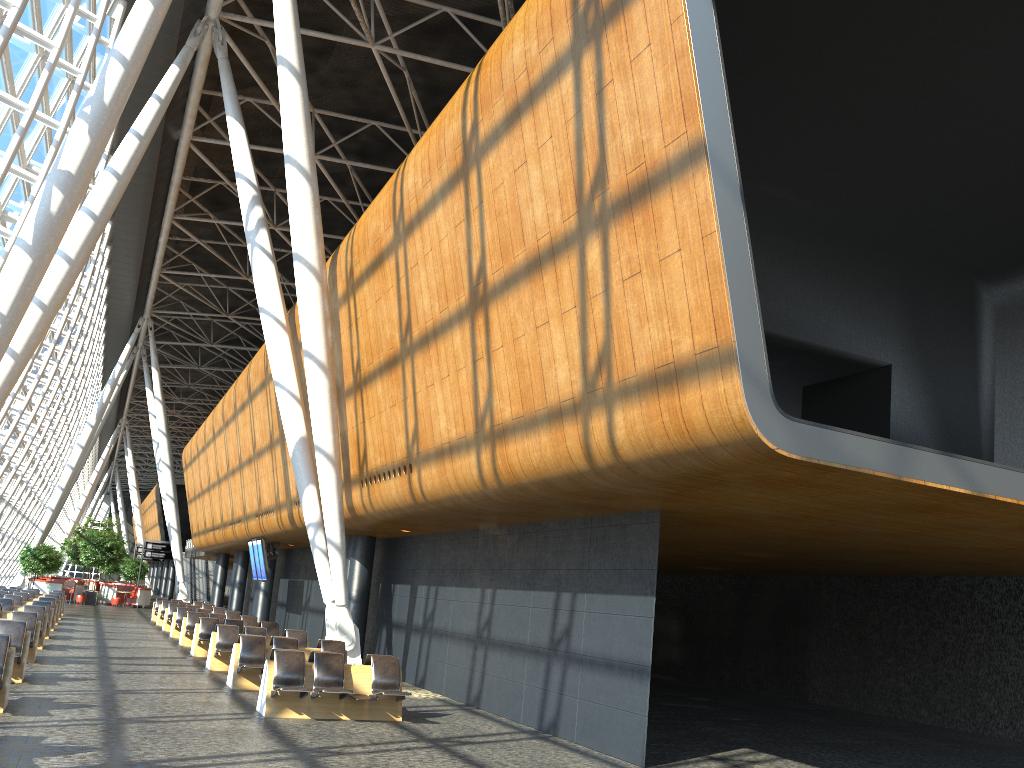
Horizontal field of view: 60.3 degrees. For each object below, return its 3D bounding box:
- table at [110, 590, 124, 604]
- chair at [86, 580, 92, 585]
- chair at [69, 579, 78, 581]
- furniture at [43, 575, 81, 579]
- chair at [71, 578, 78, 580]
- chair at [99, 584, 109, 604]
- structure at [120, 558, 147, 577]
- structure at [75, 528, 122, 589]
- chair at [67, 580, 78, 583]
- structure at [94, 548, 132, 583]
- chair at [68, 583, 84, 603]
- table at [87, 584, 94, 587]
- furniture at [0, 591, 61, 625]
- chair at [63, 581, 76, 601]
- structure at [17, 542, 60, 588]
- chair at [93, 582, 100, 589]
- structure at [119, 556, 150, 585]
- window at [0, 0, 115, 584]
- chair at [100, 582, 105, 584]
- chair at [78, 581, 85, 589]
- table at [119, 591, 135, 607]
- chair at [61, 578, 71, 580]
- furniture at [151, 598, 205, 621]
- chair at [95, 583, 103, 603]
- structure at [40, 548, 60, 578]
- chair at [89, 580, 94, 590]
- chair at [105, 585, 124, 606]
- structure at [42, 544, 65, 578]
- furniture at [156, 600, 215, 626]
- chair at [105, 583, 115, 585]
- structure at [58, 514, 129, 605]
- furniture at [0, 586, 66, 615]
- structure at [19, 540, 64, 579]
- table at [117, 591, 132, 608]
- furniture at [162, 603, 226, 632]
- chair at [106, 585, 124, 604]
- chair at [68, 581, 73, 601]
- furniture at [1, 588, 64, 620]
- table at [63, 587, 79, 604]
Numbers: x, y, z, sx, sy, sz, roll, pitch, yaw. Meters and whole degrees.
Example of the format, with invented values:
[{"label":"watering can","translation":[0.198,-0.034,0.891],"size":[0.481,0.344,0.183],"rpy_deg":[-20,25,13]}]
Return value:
[{"label":"table","translation":[-21.383,11.501,47.615],"size":[0.800,0.737,0.813],"rpy_deg":[7,-12,-8]},{"label":"chair","translation":[-29.507,13.984,60.804],"size":[0.669,0.993,0.626],"rpy_deg":[13,-13,-39]},{"label":"chair","translation":[-26.772,12.299,53.182],"size":[0.622,0.993,0.673],"rpy_deg":[1,-11,20]},{"label":"furniture","translation":[-39.731,17.384,77.540],"size":[3.274,0.854,1.680],"rpy_deg":[11,-14,-24]},{"label":"chair","translation":[-29.573,13.491,58.878],"size":[0.623,0.993,0.672],"rpy_deg":[-1,-12,30]},{"label":"chair","translation":[-21.443,11.167,46.835],"size":[0.622,0.993,0.673],"rpy_deg":[3,-10,10]},{"label":"structure","translation":[-27.359,13.844,63.455],"size":[1.933,2.946,1.918],"rpy_deg":[1,-11,23]},{"label":"structure","translation":[-28.471,12.200,60.442],"size":[3.094,4.458,5.850],"rpy_deg":[5,-12,-2]},{"label":"chair","translation":[-25.860,11.947,51.469],"size":[0.622,0.993,0.673],"rpy_deg":[5,-10,1]},{"label":"structure","translation":[-25.747,12.032,56.689],"size":[2.285,3.419,2.252],"rpy_deg":[7,-10,-12]},{"label":"chair","translation":[-21.756,10.343,43.687],"size":[0.660,0.993,0.634],"rpy_deg":[5,-10,1]},{"label":"table","translation":[-27.026,13.330,56.831],"size":[0.808,0.737,0.804],"rpy_deg":[14,-15,-37]},{"label":"furniture","translation":[-15.129,6.529,25.980],"size":[3.274,0.854,1.680],"rpy_deg":[11,-14,-24]},{"label":"chair","translation":[-22.646,10.528,44.733],"size":[0.622,0.993,0.673],"rpy_deg":[5,-10,1]},{"label":"structure","translation":[-22.573,8.926,41.897],"size":[1.779,2.733,1.764],"rpy_deg":[1,-11,23]},{"label":"chair","translation":[-25.401,12.750,54.486],"size":[0.660,0.993,0.634],"rpy_deg":[3,-10,10]},{"label":"structure","translation":[-23.197,11.920,53.953],"size":[1.779,2.733,1.764],"rpy_deg":[1,-11,23]},{"label":"window","translation":[-34.880,8.628,67.697],"size":[3.743,13.802,168.257],"rpy_deg":[9,-14,-24]},{"label":"chair","translation":[-24.657,12.585,53.572],"size":[0.622,0.993,0.673],"rpy_deg":[3,-10,10]},{"label":"chair","translation":[-24.970,11.761,50.423],"size":[0.660,0.993,0.634],"rpy_deg":[5,-10,1]},{"label":"table","translation":[-19.980,11.127,45.643],"size":[0.800,0.737,0.813],"rpy_deg":[7,-12,-8]},{"label":"chair","translation":[-29.323,13.173,57.536],"size":[0.661,0.993,0.633],"rpy_deg":[-1,-12,30]},{"label":"furniture","translation":[-12.792,8.738,33.894],"size":[1.910,0.854,1.680],"rpy_deg":[11,-14,-24]},{"label":"chair","translation":[-22.187,11.332,47.750],"size":[0.660,0.993,0.634],"rpy_deg":[3,-10,10]},{"label":"structure","translation":[-27.264,10.846,51.205],"size":[1.803,2.767,1.789],"rpy_deg":[1,-11,23]},{"label":"chair","translation":[-27.342,13.430,57.854],"size":[0.669,0.993,0.626],"rpy_deg":[13,-13,-39]},{"label":"chair","translation":[-20.213,10.799,44.948],"size":[0.622,0.993,0.673],"rpy_deg":[1,-11,20]},{"label":"structure","translation":[-25.631,10.243,48.323],"size":[1.830,2.805,1.816],"rpy_deg":[1,-11,23]},{"label":"furniture","translation":[-11.505,8.170,31.198],"size":[1.910,0.854,1.680],"rpy_deg":[11,-14,-24]},{"label":"chair","translation":[-23.427,12.217,51.684],"size":[0.622,0.993,0.673],"rpy_deg":[1,-11,20]},{"label":"structure","translation":[-22.017,9.100,45.918],"size":[3.122,4.460,5.855],"rpy_deg":[11,-13,-31]},{"label":"furniture","translation":[-17.702,7.664,31.373],"size":[3.274,0.854,1.680],"rpy_deg":[11,-14,-24]},{"label":"structure","translation":[-23.891,9.367,44.483],"size":[1.869,2.920,1.948],"rpy_deg":[-3,-13,39]},{"label":"table","translation":[-19.437,10.814,44.216],"size":[0.800,0.737,0.813],"rpy_deg":[7,-12,-8]},{"label":"furniture","translation":[-10.219,7.603,28.502],"size":[1.910,0.854,1.680],"rpy_deg":[11,-14,-24]},{"label":"chair","translation":[-20.643,11.019,45.969],"size":[0.660,0.993,0.634],"rpy_deg":[1,-11,20]},{"label":"chair","translation":[-23.558,10.880,46.446],"size":[0.622,0.993,0.673],"rpy_deg":[1,-11,20]},{"label":"furniture","translation":[-16.416,7.096,28.677],"size":[3.274,0.854,1.680],"rpy_deg":[11,-14,-24]},{"label":"table","translation":[-21.354,10.259,42.694],"size":[0.800,0.737,0.812],"rpy_deg":[-3,-14,36]}]
